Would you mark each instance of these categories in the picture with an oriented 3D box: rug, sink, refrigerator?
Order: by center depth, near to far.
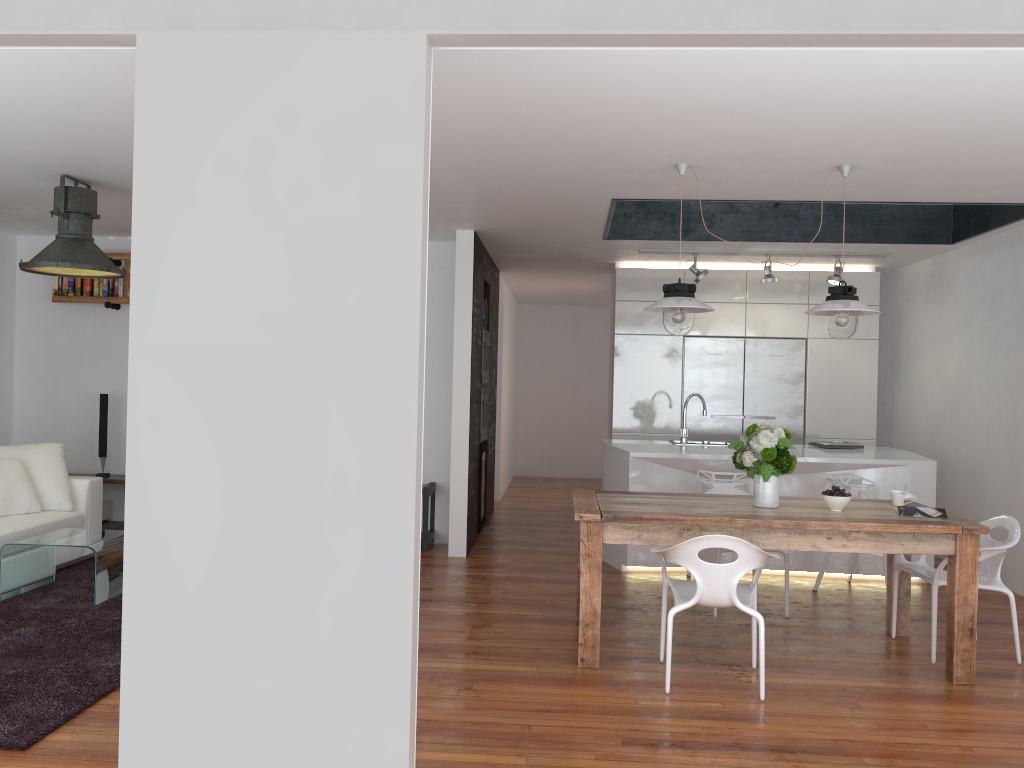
[{"bbox_3d":[-2.564,1.263,4.778,1.895,0.019,3.193,1,0,4],"label":"rug"},{"bbox_3d":[1.511,0.355,7.006,0.492,0.570,0.459,1,0,4],"label":"sink"},{"bbox_3d":[2.127,0.478,8.179,1.119,1.811,0.142,1,0,4],"label":"refrigerator"}]

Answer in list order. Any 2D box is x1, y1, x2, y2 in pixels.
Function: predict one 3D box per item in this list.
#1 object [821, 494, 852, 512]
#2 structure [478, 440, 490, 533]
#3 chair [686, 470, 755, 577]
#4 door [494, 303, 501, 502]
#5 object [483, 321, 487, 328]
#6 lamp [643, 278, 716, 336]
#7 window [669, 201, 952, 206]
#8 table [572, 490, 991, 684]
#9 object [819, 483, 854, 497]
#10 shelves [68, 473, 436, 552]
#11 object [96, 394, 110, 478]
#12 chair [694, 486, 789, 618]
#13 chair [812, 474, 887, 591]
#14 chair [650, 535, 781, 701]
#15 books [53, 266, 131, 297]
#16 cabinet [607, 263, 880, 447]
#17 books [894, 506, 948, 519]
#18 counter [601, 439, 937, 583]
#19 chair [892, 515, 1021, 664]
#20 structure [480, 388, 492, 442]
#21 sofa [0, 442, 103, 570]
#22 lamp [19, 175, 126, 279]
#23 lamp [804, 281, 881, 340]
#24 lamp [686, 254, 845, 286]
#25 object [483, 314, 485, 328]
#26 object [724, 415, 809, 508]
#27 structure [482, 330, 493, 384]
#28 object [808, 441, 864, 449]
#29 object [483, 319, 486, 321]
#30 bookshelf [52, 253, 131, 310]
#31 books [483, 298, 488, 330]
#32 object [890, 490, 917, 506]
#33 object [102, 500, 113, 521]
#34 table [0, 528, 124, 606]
[{"bbox_3d":[1.643,0.602,4.492,0.146,0.079,0.146,1,0,12],"label":"object"},{"bbox_3d":[-0.233,0.900,7.886,0.081,0.763,0.582,1,0,4],"label":"structure"},{"bbox_3d":[1.445,0.990,6.079,0.492,0.765,0.428,1,0,14],"label":"chair"},{"bbox_3d":[-0.221,0.214,9.670,0.120,2.236,0.823,1,0,4],"label":"door"},{"bbox_3d":[-0.288,-0.521,7.817,0.132,0.069,0.132,1,0,37],"label":"object"},{"bbox_3d":[0.871,-0.401,4.627,0.372,0.306,0.372,1,0,-2],"label":"lamp"},{"bbox_3d":[2.037,-1.409,6.206,2.700,0.035,1.546,1,0,4],"label":"window"},{"bbox_3d":[1.262,1.000,4.594,1.910,0.735,0.969,1,0,4],"label":"table"},{"bbox_3d":[1.644,0.552,4.492,0.159,0.095,0.141,1,0,-11],"label":"object"},{"bbox_3d":[-2.382,1.025,7.297,3.473,0.506,0.414,1,0,4],"label":"shelves"},{"bbox_3d":[-3.365,0.424,7.312,0.089,0.687,0.089,1,0,-11],"label":"object"},{"bbox_3d":[1.385,1.012,5.440,0.577,0.710,0.505,1,0,-6],"label":"chair"},{"bbox_3d":[2.341,1.012,5.952,0.492,0.765,0.428,1,0,-41],"label":"chair"},{"bbox_3d":[0.915,1.000,4.037,0.577,0.710,0.505,1,0,9],"label":"chair"},{"bbox_3d":[-0.967,-1.654,7.547,5.671,1.974,0.733,1,0,-7],"label":"books"},{"bbox_3d":[2.164,0.137,8.634,2.404,2.506,0.946,1,0,4],"label":"cabinet"},{"bbox_3d":[2.054,0.635,4.460,0.218,0.035,0.267,1,0,18],"label":"books"},{"bbox_3d":[1.842,0.930,6.735,2.289,0.903,0.956,1,0,4],"label":"counter"},{"bbox_3d":[2.331,1.035,4.614,0.505,0.710,0.577,1,0,-1],"label":"chair"},{"bbox_3d":[-0.225,0.269,7.887,0.052,0.462,0.585,1,0,4],"label":"structure"},{"bbox_3d":[-3.510,0.825,4.837,0.987,0.842,3.086,1,0,4],"label":"sofa"},{"bbox_3d":[-2.632,-0.947,5.343,0.572,0.561,0.572,1,0,8],"label":"lamp"},{"bbox_3d":[1.702,-0.381,4.575,0.372,0.306,0.372,1,0,-35],"label":"lamp"},{"bbox_3d":[2.134,-0.959,7.493,1.324,0.254,0.154,1,0,4],"label":"lamp"},{"bbox_3d":[-0.315,-0.555,7.962,0.136,0.136,0.110,1,0,-3],"label":"object"},{"bbox_3d":[1.301,0.395,4.617,0.432,0.476,0.371,1,0,-45],"label":"object"},{"bbox_3d":[-0.213,-0.234,7.887,0.052,0.462,0.585,1,0,4],"label":"structure"},{"bbox_3d":[2.518,0.472,6.900,0.298,0.036,0.325,1,0,-6],"label":"object"},{"bbox_3d":[-0.277,-0.555,7.818,0.077,0.042,0.116,1,0,17],"label":"object"},{"bbox_3d":[-2.351,-0.836,7.391,2.983,0.465,0.161,1,0,4],"label":"bookshelf"},{"bbox_3d":[-0.343,-0.639,8.108,0.230,0.303,0.152,1,0,4],"label":"books"},{"bbox_3d":[2.094,0.614,4.754,0.127,0.078,0.082,1,0,9],"label":"object"},{"bbox_3d":[-3.576,1.069,7.357,0.350,0.170,0.400,1,0,3],"label":"object"},{"bbox_3d":[-2.624,1.084,5.312,0.565,0.337,0.551,1,0,4],"label":"table"}]
